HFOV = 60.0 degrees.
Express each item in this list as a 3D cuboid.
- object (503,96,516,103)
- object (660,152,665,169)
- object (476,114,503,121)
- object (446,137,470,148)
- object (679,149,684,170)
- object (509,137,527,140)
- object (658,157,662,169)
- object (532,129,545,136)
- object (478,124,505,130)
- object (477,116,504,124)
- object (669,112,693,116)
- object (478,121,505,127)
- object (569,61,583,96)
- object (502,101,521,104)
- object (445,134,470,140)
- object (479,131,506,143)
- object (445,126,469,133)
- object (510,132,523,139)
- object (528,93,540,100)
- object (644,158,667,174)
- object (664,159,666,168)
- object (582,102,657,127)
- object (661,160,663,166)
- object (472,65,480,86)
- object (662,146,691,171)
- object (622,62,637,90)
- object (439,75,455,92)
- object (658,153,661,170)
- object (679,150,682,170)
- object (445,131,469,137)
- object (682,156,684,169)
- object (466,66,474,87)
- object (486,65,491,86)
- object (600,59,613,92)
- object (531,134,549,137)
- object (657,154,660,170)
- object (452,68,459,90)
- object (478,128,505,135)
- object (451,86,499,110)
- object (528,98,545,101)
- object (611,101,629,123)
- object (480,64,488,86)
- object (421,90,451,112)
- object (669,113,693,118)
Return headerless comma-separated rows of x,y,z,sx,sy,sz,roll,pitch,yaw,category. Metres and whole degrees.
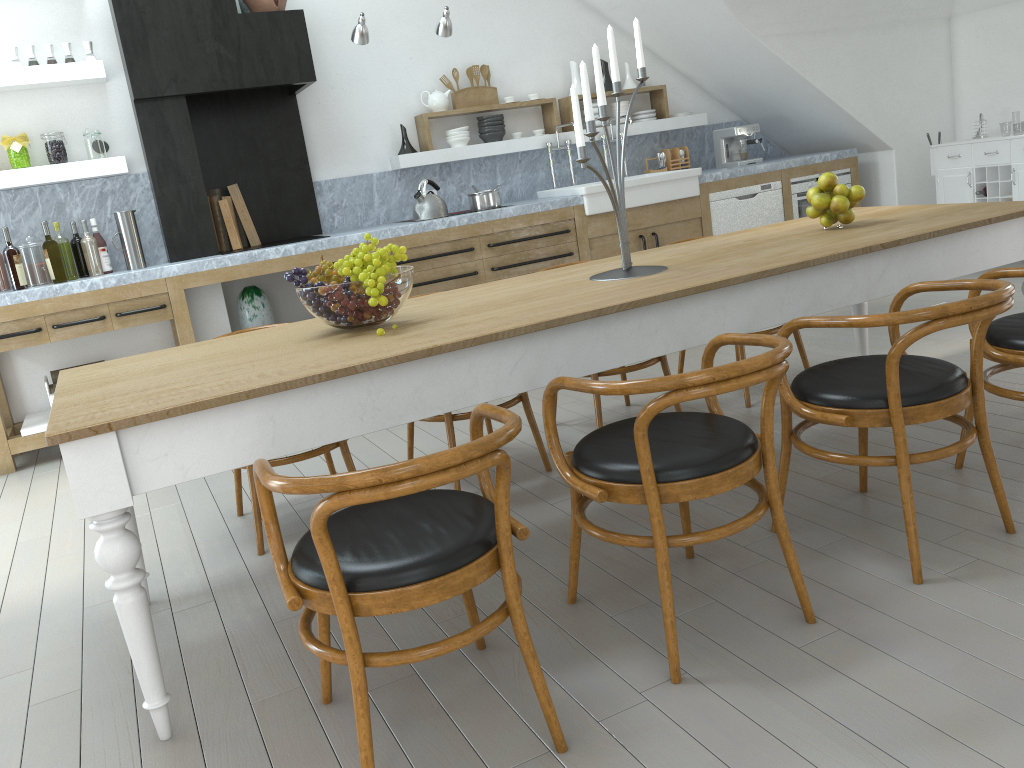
-0.018,-2.158,6.746,0.099,0.048,0.099,-15,14,-25,object
1.246,-1.805,7.280,0.040,0.191,0.042,-6,12,13,object
-0.162,-1.987,6.682,0.206,0.079,0.206,-14,14,-21,object
-0.397,-1.791,6.591,0.181,0.063,0.182,-9,13,-1,object
1.422,-1.856,7.382,0.040,0.191,0.042,-3,13,26,object
0.039,-1.881,6.811,0.164,0.012,0.164,-10,13,-6,object
1.219,-1.789,7.283,0.019,0.177,0.044,-2,14,31,object
0.207,-1.948,6.883,0.099,0.048,0.099,-15,14,-25,object
-0.148,-1.912,6.686,0.205,0.086,0.207,-4,14,18,object
-0.156,-1.960,6.686,0.205,0.083,0.207,-8,13,4,object
1.406,-2.244,7.403,0.214,0.025,0.214,-18,16,-35,object
-0.154,-1.934,6.687,0.206,0.072,0.206,-18,16,-35,object
0.506,-2.398,6.960,0.157,0.266,0.156,-17,15,-34,object
-0.014,-2.135,6.751,0.164,0.012,0.164,-10,13,-6,object
-0.401,-1.812,6.586,0.181,0.065,0.182,-6,13,13,object
-0.145,-1.861,6.702,0.206,0.072,0.206,-18,16,-35,object
-0.405,-1.864,6.577,0.180,0.075,0.182,-6,13,14,object
0.036,-1.903,6.807,0.099,0.048,0.099,-15,14,-25,object
0.173,-2.207,6.831,0.099,0.048,0.099,-15,14,-25,object
1.184,-1.784,7.309,0.173,0.170,0.100,-14,13,-22,object
1.255,-1.797,7.294,0.020,0.177,0.044,-18,15,-38,object
0.867,-2.183,7.142,0.658,0.195,0.198,-15,14,-24,object
1.238,-1.804,7.297,0.018,0.195,0.023,-15,13,-28,object
-0.254,-2.228,6.629,0.057,0.297,0.019,-14,13,-23,object
1.373,-1.861,7.402,0.201,0.221,0.104,-14,13,-23,object
0.942,-2.488,7.163,0.157,0.217,0.156,-20,16,-41,object
-0.429,-2.171,6.573,0.199,0.257,0.016,-12,12,-13,object
1.220,-1.805,7.309,0.018,0.195,0.020,-12,12,-14,object
1.416,-1.859,7.411,0.018,0.195,0.023,-12,12,-16,object
-0.401,-1.836,6.582,0.181,0.068,0.182,-10,13,-6,object
1.431,-1.858,7.396,0.018,0.195,0.020,-9,12,-1,object
-0.293,-2.223,6.633,0.061,0.297,0.040,-15,13,-26,object
-0.173,-2.254,6.688,0.058,0.292,0.030,-14,13,-23,object
0.742,-2.459,7.061,0.156,0.266,0.157,-13,13,-19,object
0.211,-1.925,6.887,0.164,0.012,0.164,-10,13,-6,object
1.215,-1.802,7.300,0.022,0.195,0.019,-17,14,-35,object
-0.400,-2.196,6.587,0.055,0.297,0.028,-14,13,-23,object
-0.149,-1.886,6.696,0.205,0.086,0.207,-6,13,14,object
-0.278,-2.146,6.640,0.354,0.156,0.084,-14,13,-23,object
0.177,-2.185,6.836,0.164,0.012,0.164,-10,13,-6,object
0.878,-2.182,7.120,0.158,0.159,0.155,-8,13,4,object
-0.198,-2.243,6.657,0.068,0.296,0.039,-14,13,-23,object
-0.551,-2.077,6.510,0.168,0.168,0.174,-19,16,-39,object
1.407,-2.236,7.405,0.214,0.025,0.214,-18,16,-35,object
